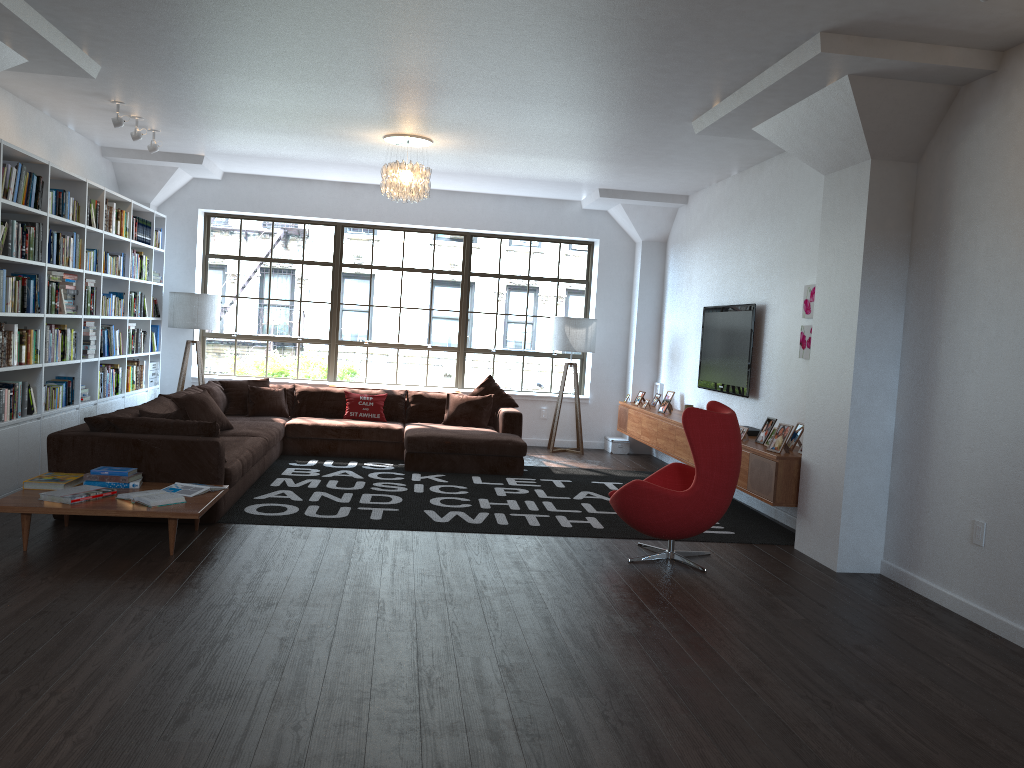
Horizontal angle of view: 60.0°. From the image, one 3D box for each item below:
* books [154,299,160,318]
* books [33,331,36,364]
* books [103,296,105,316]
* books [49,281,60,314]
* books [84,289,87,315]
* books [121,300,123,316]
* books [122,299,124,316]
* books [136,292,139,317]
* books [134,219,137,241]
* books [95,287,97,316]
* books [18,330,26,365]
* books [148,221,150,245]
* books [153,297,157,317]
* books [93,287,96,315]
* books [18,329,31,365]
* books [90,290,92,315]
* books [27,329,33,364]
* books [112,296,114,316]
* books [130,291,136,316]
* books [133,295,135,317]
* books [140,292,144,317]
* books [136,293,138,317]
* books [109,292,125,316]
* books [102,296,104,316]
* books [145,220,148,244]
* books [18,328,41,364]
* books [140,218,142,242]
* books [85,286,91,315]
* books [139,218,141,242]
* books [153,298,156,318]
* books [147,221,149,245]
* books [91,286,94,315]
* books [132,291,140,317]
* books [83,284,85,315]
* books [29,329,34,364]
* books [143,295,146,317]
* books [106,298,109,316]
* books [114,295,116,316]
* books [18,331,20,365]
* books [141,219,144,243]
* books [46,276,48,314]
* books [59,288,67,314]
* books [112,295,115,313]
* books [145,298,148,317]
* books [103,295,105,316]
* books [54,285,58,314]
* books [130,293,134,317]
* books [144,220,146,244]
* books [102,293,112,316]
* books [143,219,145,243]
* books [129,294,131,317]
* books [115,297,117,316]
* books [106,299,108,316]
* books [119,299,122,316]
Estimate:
[{"bbox_3d":[-3.974,-0.839,9.729,0.182,0.215,0.188,3,3,-7],"label":"books"},{"bbox_3d":[-3.618,-0.273,6.539,0.174,0.240,0.045,3,3,-7],"label":"books"},{"bbox_3d":[-3.755,-0.709,8.015,0.128,0.178,0.020,3,3,-7],"label":"books"},{"bbox_3d":[-3.641,-0.678,6.929,0.183,0.253,0.042,3,3,-7],"label":"books"},{"bbox_3d":[-3.708,-0.702,7.554,0.161,0.223,0.030,3,3,-7],"label":"books"},{"bbox_3d":[-3.805,-0.734,8.528,0.106,0.162,0.032,3,3,-7],"label":"books"},{"bbox_3d":[-3.808,-0.738,8.552,0.107,0.167,0.017,3,3,-7],"label":"books"},{"bbox_3d":[-3.898,-0.813,9.042,0.160,0.251,0.039,3,3,-7],"label":"books"},{"bbox_3d":[-3.817,-1.535,8.814,0.161,0.223,0.032,3,3,-7],"label":"books"},{"bbox_3d":[-3.746,-0.732,7.800,0.160,0.251,0.036,3,3,-7],"label":"books"},{"bbox_3d":[-3.585,-0.264,6.354,0.171,0.246,0.057,3,3,-7],"label":"books"},{"bbox_3d":[-3.889,-1.581,9.275,0.183,0.253,0.042,3,3,-7],"label":"books"},{"bbox_3d":[-3.989,-0.842,9.672,0.182,0.226,0.173,3,3,-7],"label":"books"},{"bbox_3d":[-3.739,-0.727,7.764,0.171,0.246,0.036,3,3,-7],"label":"books"},{"bbox_3d":[-3.597,-0.273,6.435,0.183,0.253,0.034,3,3,-7],"label":"books"},{"bbox_3d":[-3.717,-0.709,7.664,0.161,0.223,0.030,3,3,-7],"label":"books"},{"bbox_3d":[-3.597,-0.274,6.469,0.183,0.253,0.034,3,3,-7],"label":"books"},{"bbox_3d":[-3.785,-0.732,8.258,0.139,0.191,0.036,3,3,-7],"label":"books"},{"bbox_3d":[-3.886,-0.808,8.930,0.183,0.253,0.042,3,3,-7],"label":"books"},{"bbox_3d":[-3.868,-0.789,8.897,0.161,0.223,0.032,3,3,-7],"label":"books"},{"bbox_3d":[-3.910,-0.823,9.168,0.183,0.253,0.042,3,3,-7],"label":"books"},{"bbox_3d":[-3.891,-0.809,9.004,0.171,0.246,0.039,3,3,-7],"label":"books"},{"bbox_3d":[-3.826,-0.773,8.582,0.140,0.231,0.042,3,3,-7],"label":"books"},{"bbox_3d":[-3.750,-0.708,7.995,0.128,0.178,0.021,3,3,-7],"label":"books"},{"bbox_3d":[-3.876,-1.575,9.189,0.183,0.253,0.042,3,3,-7],"label":"books"},{"bbox_3d":[-3.614,-0.284,6.604,0.183,0.253,0.034,3,3,-7],"label":"books"},{"bbox_3d":[-3.862,-1.565,9.015,0.183,0.253,0.042,3,3,-7],"label":"books"},{"bbox_3d":[-3.712,-0.719,7.593,0.174,0.251,0.051,3,3,-7],"label":"books"},{"bbox_3d":[-3.854,-1.562,8.972,0.183,0.253,0.042,3,3,-7],"label":"books"},{"bbox_3d":[-3.972,-0.831,9.638,0.167,0.210,0.162,3,3,-7],"label":"books"},{"bbox_3d":[-3.882,-1.578,9.232,0.183,0.253,0.042,3,3,-7],"label":"books"},{"bbox_3d":[-3.735,-0.725,7.696,0.183,0.253,0.039,3,3,-7],"label":"books"},{"bbox_3d":[-3.905,-0.820,9.081,0.180,0.259,0.042,3,3,-7],"label":"books"},{"bbox_3d":[-3.716,-0.729,7.484,0.198,0.284,0.046,3,3,-7],"label":"books"},{"bbox_3d":[-3.606,-0.277,6.501,0.183,0.253,0.034,3,3,-7],"label":"books"},{"bbox_3d":[-3.923,-0.819,9.257,0.174,0.236,0.142,3,3,-8],"label":"books"},{"bbox_3d":[-3.763,-0.710,8.137,0.120,0.167,0.019,3,3,-7],"label":"books"},{"bbox_3d":[-3.798,-0.741,8.331,0.127,0.200,0.020,3,3,-7],"label":"books"},{"bbox_3d":[-3.602,-0.258,6.301,0.174,0.240,0.045,3,3,-7],"label":"books"},{"bbox_3d":[-3.865,-1.567,9.058,0.183,0.253,0.042,3,3,-7],"label":"books"},{"bbox_3d":[-3.620,-0.679,6.703,0.198,0.284,0.049,3,3,-7],"label":"books"},{"bbox_3d":[-3.646,-0.661,7.052,0.161,0.207,0.135,3,3,-8],"label":"books"},{"bbox_3d":[-3.792,-0.737,8.298,0.136,0.196,0.045,3,3,-7],"label":"books"},{"bbox_3d":[-3.923,-0.808,9.315,0.161,0.207,0.135,3,3,-8],"label":"books"},{"bbox_3d":[-3.764,-0.714,8.039,0.134,0.184,0.029,3,3,-7],"label":"books"},{"bbox_3d":[-3.623,-0.660,6.896,0.161,0.223,0.032,3,3,-7],"label":"books"},{"bbox_3d":[-3.862,-0.793,8.821,0.174,0.240,0.054,3,3,-7],"label":"books"},{"bbox_3d":[-3.877,-1.573,9.145,0.183,0.253,0.042,3,3,-7],"label":"books"},{"bbox_3d":[-3.784,-0.737,8.217,0.140,0.206,0.042,3,3,-7],"label":"books"},{"bbox_3d":[-3.866,-1.570,9.102,0.183,0.253,0.042,3,3,-7],"label":"books"},{"bbox_3d":[-3.858,-0.782,8.778,0.161,0.223,0.032,3,3,-7],"label":"books"},{"bbox_3d":[-3.794,-0.731,8.353,0.128,0.178,0.022,3,3,-7],"label":"books"},{"bbox_3d":[-3.757,-0.702,8.102,0.110,0.153,0.018,3,3,-7],"label":"books"},{"bbox_3d":[-3.808,-0.734,8.500,0.120,0.167,0.020,3,3,-7],"label":"books"}]
